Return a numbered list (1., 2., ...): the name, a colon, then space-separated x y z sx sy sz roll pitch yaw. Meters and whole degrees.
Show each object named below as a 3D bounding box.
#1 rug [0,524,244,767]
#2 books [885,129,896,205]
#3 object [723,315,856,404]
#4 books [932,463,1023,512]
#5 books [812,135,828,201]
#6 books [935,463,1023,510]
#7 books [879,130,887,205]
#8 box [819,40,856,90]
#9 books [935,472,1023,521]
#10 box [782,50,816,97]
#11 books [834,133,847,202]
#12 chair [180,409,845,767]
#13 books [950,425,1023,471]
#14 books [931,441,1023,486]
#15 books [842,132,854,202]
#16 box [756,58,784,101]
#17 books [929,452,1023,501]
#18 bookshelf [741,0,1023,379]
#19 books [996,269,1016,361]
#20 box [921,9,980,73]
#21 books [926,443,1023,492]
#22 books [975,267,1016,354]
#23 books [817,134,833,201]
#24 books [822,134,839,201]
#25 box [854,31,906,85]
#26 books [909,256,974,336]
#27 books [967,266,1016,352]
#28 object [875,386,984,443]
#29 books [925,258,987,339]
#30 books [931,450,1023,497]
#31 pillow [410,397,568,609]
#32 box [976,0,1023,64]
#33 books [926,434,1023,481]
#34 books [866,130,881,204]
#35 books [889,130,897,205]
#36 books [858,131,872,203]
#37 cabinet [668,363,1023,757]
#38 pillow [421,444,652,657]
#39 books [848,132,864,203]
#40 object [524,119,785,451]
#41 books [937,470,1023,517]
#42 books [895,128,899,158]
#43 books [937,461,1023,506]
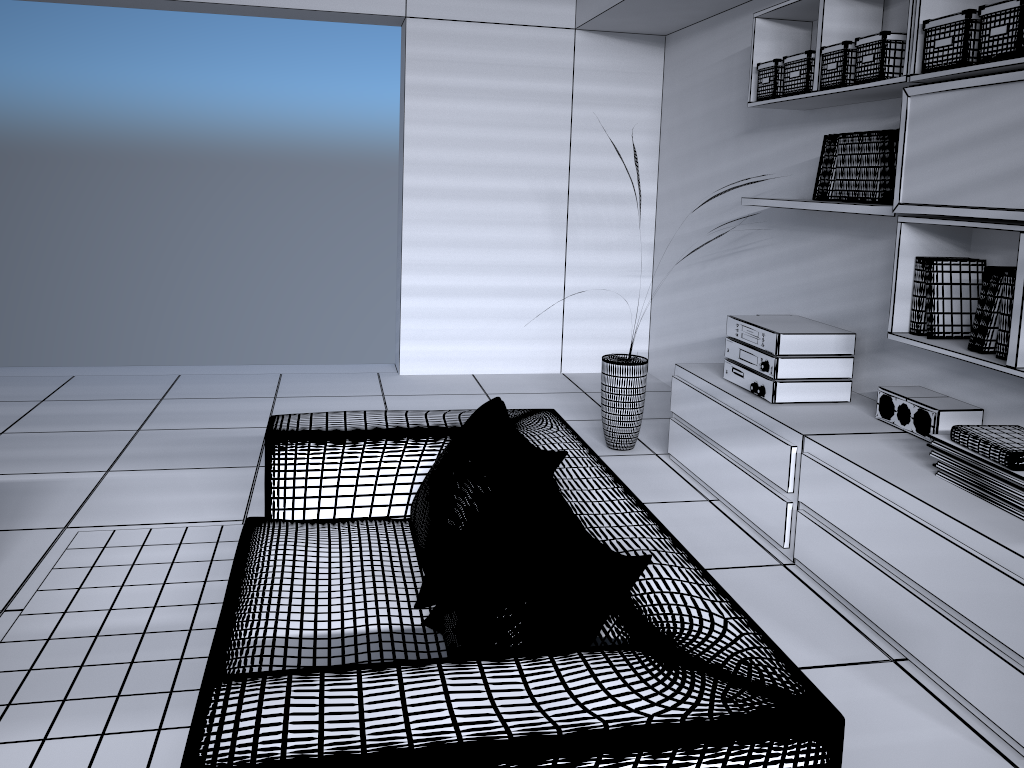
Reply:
1. rug: -0.401 0.758 2.149 1.798 0.001 2.274 -1 13 -11
2. books: 1.397 -0.751 3.066 0.207 0.256 0.076 0 8 -12
3. object: 1.097 -0.109 3.550 0.347 0.265 0.438 0 12 -12
4. books: 1.414 0.285 2.418 0.285 0.008 0.423 0 13 -10
5. books: 1.306 -0.851 3.489 0.207 0.254 0.073 0 8 -12
6. books: 1.407 0.278 2.404 0.285 0.008 0.423 0 13 -10
7. books: 1.391 -0.759 3.098 0.207 0.256 0.076 0 8 -11
8. box: 1.323 -1.185 3.308 0.281 0.159 0.178 0 11 -11
9. books: 1.409 0.306 2.408 0.285 0.008 0.423 0 13 -10
10. box: 1.269 -1.248 3.571 0.281 0.159 0.215 0 11 -11
11. books: 1.340 -0.822 3.363 0.207 0.255 0.051 0 7 -11
12. chair: -0.175 0.531 1.951 0.960 0.543 1.680 0 13 -12
13. books: 1.378 0.173 2.421 0.207 0.049 0.263 1 13 -6
14. books: 1.404 0.214 2.423 0.285 0.008 0.423 0 13 -10
15. books: 1.350 -0.810 3.312 0.207 0.255 0.051 0 7 -11
16. box: 1.220 -1.305 3.809 0.280 0.159 0.177 0 11 -12
17. books: 1.404 0.249 2.434 0.285 0.008 0.423 0 13 -10
18. bookshelf: 1.462 -0.705 2.640 0.327 1.230 2.870 0 12 -12
19. books: 1.498 -0.198 2.522 0.207 0.255 0.051 0 7 -11
20. box: 1.445 -1.042 2.710 0.281 0.159 0.215 0 11 -11
21. books: 1.409 0.228 2.444 0.285 0.008 0.423 0 13 -10
22. books: 1.482 -0.214 2.587 0.207 0.256 0.076 0 8 -12
23. books: 1.317 -0.845 3.458 0.207 0.256 0.076 0 8 -12
24. books: 1.324 -0.838 3.428 0.207 0.256 0.076 0 8 -12
25. box: 1.368 -1.133 3.088 0.280 0.159 0.182 0 11 -11
26. books: 1.426 -0.290 2.916 0.207 0.255 0.051 0 7 -11
27. books: 1.475 -0.221 2.618 0.207 0.256 0.076 0 8 -12
28. object: 1.427 0.104 3.036 0.177 0.117 0.335 0 13 -12
29. books: 1.437 -0.275 2.853 0.207 0.256 0.076 0 8 -11
30. books: 1.405 0.242 2.427 0.285 0.008 0.423 0 13 -10
31. pillow: -0.112 0.280 2.228 0.340 0.383 0.577 0 11 -14
32. box: 1.491 -0.989 2.489 0.281 0.159 0.177 0 11 -11
33. books: 1.408 0.200 2.440 0.285 0.008 0.423 0 13 -10
34. books: 1.380 -0.774 3.161 0.207 0.255 0.051 0 7 -11
35. books: 1.399 -0.742 3.034 0.207 0.254 0.073 0 8 -11
36. books: 1.373 -0.786 3.212 0.207 0.255 0.051 0 7 -12
37. cabinet: 1.225 0.388 3.026 0.574 0.442 2.312 0 13 -12
38. pillow: 0.005 0.394 1.661 0.300 0.392 0.576 0 11 -14
39. books: 1.355 -0.798 3.261 0.207 0.255 0.051 0 7 -11
40. object: 0.655 -0.462 4.099 1.178 1.561 0.253 5 8 20
41. books: 1.410 0.299 2.400 0.285 0.008 0.423 0 13 -10
42. books: 1.399 -0.733 2.989 0.207 0.254 0.073 0 8 -12
43. books: 1.409 0.271 2.396 0.285 0.008 0.423 0 13 -10
